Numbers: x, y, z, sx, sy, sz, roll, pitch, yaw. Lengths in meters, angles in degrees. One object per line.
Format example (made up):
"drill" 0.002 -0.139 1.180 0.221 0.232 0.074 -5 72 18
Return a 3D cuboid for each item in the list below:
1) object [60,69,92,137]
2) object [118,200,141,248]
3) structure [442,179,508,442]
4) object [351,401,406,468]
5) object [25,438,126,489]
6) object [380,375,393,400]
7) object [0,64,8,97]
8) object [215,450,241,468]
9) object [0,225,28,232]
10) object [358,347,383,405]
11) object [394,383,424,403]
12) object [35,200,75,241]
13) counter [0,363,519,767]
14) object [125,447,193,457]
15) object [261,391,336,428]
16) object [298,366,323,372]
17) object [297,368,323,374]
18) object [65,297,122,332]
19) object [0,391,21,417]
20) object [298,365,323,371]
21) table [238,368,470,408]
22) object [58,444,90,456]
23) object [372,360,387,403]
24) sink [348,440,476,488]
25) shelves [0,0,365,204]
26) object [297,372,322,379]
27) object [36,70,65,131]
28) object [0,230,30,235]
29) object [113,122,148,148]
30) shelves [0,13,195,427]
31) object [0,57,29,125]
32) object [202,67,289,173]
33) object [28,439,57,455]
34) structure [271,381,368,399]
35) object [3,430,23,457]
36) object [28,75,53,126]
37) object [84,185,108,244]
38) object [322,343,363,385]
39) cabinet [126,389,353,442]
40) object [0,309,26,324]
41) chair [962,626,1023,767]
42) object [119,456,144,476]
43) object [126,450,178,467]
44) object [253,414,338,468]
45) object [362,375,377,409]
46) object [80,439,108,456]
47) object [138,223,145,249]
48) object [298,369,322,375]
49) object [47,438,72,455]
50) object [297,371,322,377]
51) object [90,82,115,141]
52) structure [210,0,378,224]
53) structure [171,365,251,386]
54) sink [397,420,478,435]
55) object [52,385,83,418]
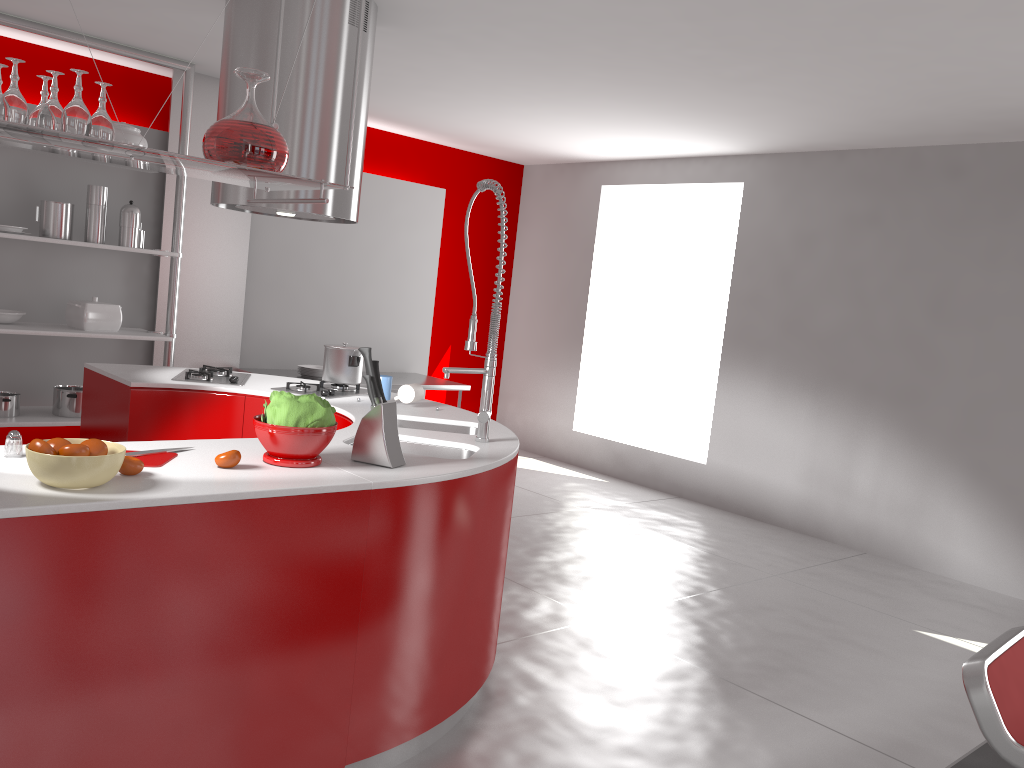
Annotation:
"object" -0.918 -0.588 1.873 0.060 0.141 0.060 9 6 24
"object" -2.249 -0.942 5.219 0.115 0.274 0.115 11 7 40
"structure" -0.119 -0.261 3.104 0.178 0.920 0.308 6 6 1
"object" -0.377 0.138 2.563 0.137 0.178 0.091 8 6 20
"object" -0.973 0.183 1.977 0.201 0.086 0.201 1 8 -41
"object" -0.571 0.013 3.814 0.109 0.100 0.080 8 6 20
"object" -1.103 -0.611 1.900 0.060 0.141 0.060 1 8 -42
"object" -0.737 0.193 2.302 0.063 0.048 0.064 9 6 25
"object" -2.762 -0.839 4.804 0.244 0.042 0.244 10 7 31
"object" -0.394 0.059 2.566 0.150 0.322 0.014 8 6 18
"object" -0.445 0.037 3.792 0.109 0.080 0.100 8 6 17
"object" -2.592 -0.928 5.035 0.184 0.205 0.172 2 7 -37
"counter" -0.919 0.566 3.054 1.868 0.880 2.865 5 6 -9
"object" -0.974 0.180 2.319 0.041 0.008 0.375 9 6 24
"object" -0.589 0.105 2.453 0.198 0.182 0.193 2 7 -37
"object" -1.370 -0.099 6.207 0.228 0.020 0.228 10 7 29
"object" -1.371 -0.089 6.208 0.228 0.020 0.228 10 7 29
"object" -2.494 -0.421 5.293 0.235 0.197 0.282 11 7 37
"object" -2.888 0.114 5.020 0.196 0.122 0.182 7 6 5
"object" -1.369 -0.109 6.206 0.228 0.020 0.228 10 7 29
"table" -1.136 0.288 6.555 1.627 0.682 0.749 1 8 -41
"object" -0.965 0.155 1.955 0.062 0.052 0.065 10 7 32
"object" -0.378 0.074 2.590 0.130 0.279 0.012 8 6 18
"sink" -0.338 0.305 2.933 0.428 0.172 0.326 7 6 8
"shelves" -0.842 -0.990 2.034 0.934 1.023 0.462 1 8 -42
"object" -1.374 -0.058 6.211 0.228 0.020 0.228 10 7 29
"object" -0.991 -0.601 1.916 0.060 0.141 0.060 1 8 -42
"object" -2.764 -0.825 4.806 0.280 0.015 0.280 5 6 -13
"object" -2.323 -1.446 5.283 0.287 0.222 0.287 6 6 1
"shelves" -2.735 -0.704 5.026 1.735 2.599 0.535 1 8 -42
"object" -1.028 -0.596 1.829 0.060 0.141 0.060 9 6 24
"object" -0.677 -0.665 2.276 0.213 0.266 0.213 5 6 -15
"object" -1.020 0.147 1.928 0.066 0.058 0.055 10 7 32
"structure" -0.833 0.014 4.019 0.303 0.037 0.457 9 6 22
"object" -1.215 0.145 2.163 0.043 0.066 0.042 3 7 -29
"object" -1.047 -0.614 1.983 0.060 0.141 0.060 1 8 -42
"object" -2.407 -0.979 5.134 0.109 0.329 0.110 1 8 -45
"object" -0.780 -0.099 4.098 0.218 0.185 0.189 7 6 9
"cabinet" -1.142 0.525 2.899 1.025 0.761 1.875 7 6 2
"object" -2.917 -0.381 5.039 0.272 0.072 0.272 7 6 11
"chair" 1.044 0.942 1.603 0.460 0.857 0.418 12 8 42
"object" -0.912 0.195 2.114 0.065 0.047 0.063 1 8 -43
"object" -1.003 0.188 2.270 0.266 0.006 0.168 5 6 -16
"object" -0.602 0.158 2.451 0.228 0.118 0.229 8 6 18
"object" -0.397 0.075 2.539 0.091 0.197 0.009 8 6 18
"object" -0.956 0.150 2.019 0.066 0.049 0.062 2 7 -35
"object" -2.312 -0.911 5.424 0.127 0.157 0.127 3 7 -32
"object" -1.372 -0.078 6.209 0.228 0.020 0.228 10 7 29
"object" -1.016 0.146 1.990 0.062 0.049 0.066 12 8 44
"object" -1.373 -0.068 6.210 0.228 0.020 0.228 10 7 29
"object" -0.918 -0.599 1.984 0.060 0.141 0.060 1 8 -42
"structure" -0.967 -1.232 3.947 0.644 0.958 0.644 8 6 13
"structure" -1.363 -0.048 4.054 0.303 0.037 0.457 5 6 -13
"sink" -0.313 0.259 3.417 0.428 0.172 0.326 6 6 -4
"object" -2.594 0.102 5.268 0.259 0.161 0.240 10 7 30
